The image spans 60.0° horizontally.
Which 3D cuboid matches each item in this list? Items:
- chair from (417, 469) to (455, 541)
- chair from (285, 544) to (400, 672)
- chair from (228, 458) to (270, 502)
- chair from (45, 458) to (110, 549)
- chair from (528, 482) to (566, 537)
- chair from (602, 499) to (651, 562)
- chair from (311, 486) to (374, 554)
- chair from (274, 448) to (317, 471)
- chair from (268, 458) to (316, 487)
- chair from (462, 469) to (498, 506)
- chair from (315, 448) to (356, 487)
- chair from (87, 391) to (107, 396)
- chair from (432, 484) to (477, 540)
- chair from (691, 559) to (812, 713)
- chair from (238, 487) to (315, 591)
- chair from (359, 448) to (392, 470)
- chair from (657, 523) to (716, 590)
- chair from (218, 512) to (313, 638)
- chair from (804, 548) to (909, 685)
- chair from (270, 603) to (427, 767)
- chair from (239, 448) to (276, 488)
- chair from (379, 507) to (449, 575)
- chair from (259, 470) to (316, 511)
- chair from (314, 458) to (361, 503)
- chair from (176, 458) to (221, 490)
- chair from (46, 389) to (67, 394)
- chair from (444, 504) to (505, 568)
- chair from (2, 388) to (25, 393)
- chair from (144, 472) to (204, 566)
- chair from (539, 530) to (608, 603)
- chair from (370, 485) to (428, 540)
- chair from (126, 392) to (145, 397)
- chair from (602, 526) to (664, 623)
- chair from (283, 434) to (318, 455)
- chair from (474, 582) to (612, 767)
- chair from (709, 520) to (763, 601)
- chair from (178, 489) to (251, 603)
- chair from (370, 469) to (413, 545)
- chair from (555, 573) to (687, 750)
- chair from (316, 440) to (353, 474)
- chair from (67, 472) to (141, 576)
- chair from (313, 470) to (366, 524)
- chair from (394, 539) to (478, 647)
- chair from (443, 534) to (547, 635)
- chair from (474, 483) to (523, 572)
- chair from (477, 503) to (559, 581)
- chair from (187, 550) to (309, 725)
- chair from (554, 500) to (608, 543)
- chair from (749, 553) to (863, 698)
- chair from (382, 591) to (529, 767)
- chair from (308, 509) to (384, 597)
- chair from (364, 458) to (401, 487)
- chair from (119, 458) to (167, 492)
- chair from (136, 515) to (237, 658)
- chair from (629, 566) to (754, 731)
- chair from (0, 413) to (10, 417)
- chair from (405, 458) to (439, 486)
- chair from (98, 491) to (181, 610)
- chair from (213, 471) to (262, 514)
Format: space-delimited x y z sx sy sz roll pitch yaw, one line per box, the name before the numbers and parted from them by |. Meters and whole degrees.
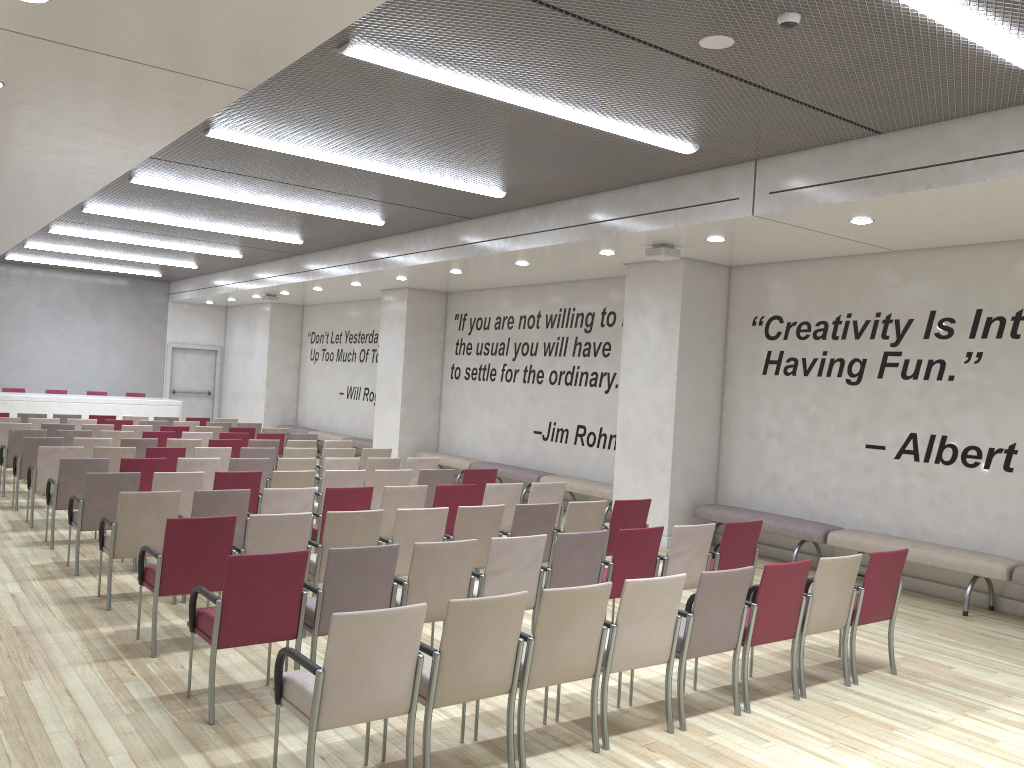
chair | -0.999 1.359 9.877 0.513 0.890 0.640 3 0 -35
chair | -1.032 1.356 5.280 0.513 0.890 0.640 3 0 -36
chair | -3.042 1.238 9.882 0.513 0.890 0.640 3 0 -36
chair | -4.375 1.158 8.919 0.513 0.890 0.640 3 0 -36
chair | 0.179 1.429 9.207 0.513 0.890 0.640 3 0 -37
chair | 0.898 1.471 8.209 0.513 0.890 0.640 3 0 -36
chair | -1.592 1.323 7.908 0.513 0.890 0.640 3 0 -35
chair | -2.892 1.247 11.538 0.513 0.890 0.640 3 0 -37
chair | -2.610 1.264 10.204 0.513 0.890 0.640 3 0 -36
chair | -0.538 1.387 10.194 0.513 0.890 0.640 3 0 -36
chair | -2.444 1.274 11.848 0.513 0.890 0.640 3 0 -37
chair | -9.586 0.626 20.569 0.513 0.890 0.640 3 0 -37
chair | -0.714 1.376 8.555 0.513 0.890 0.640 3 0 -37
chair | 1.475 1.504 5.578 0.513 0.890 0.640 3 0 -36
chair | -2.039 1.297 7.590 0.513 0.890 0.640 3 0 -36
chair | -2.010 1.300 12.186 0.513 0.890 0.640 3 0 -36
chair | 1.181 1.487 6.888 0.513 0.890 0.640 3 0 -36
chair | -1.761 1.313 6.259 0.513 0.890 0.640 3 0 -36
chair | 2.361 1.557 6.225 0.513 0.890 0.640 3 0 -37
chair | -0.745 1.372 3.951 0.513 0.890 0.640 3 0 -36
chair | -3.328 1.221 11.204 0.513 0.890 0.640 3 0 -36
chair | -0.859 1.366 6.908 0.513 0.890 0.640 3 0 -35
chair | -2.321 1.280 8.893 0.513 0.890 0.640 3 0 -37
chair | -2.158 1.291 10.547 0.513 0.890 0.640 3 0 -35
chair | -3.489 1.211 9.576 0.513 0.890 0.640 3 0 -36
chair | -10.277 0.585 20.062 0.513 0.890 0.640 3 0 -37
chair | -0.434 1.392 7.233 0.513 0.890 0.640 3 0 -37
chair | -10.968 0.544 19.554 0.513 0.890 0.640 3 0 -37
chair | -3.198 1.228 8.244 0.513 0.890 0.640 3 0 -36
chair | 0.289 1.434 6.244 0.513 0.890 0.640 3 0 -36
chair | -1.147 1.350 8.229 0.513 0.890 0.640 3 0 -36
chair | -8.895 0.667 21.076 0.513 0.890 0.640 3 0 -37
chair | 0.732 1.461 6.573 0.513 0.890 0.640 3 0 -37
chair | -3.453 1.215 14.166 0.513 0.890 0.640 3 0 -37
chair | 0.132 1.424 4.598 0.513 0.890 0.640 3 0 -36
chair | 1.636 1.515 7.216 0.513 0.890 0.640 3 0 -37
chair | -2.483 1.270 7.260 0.513 0.890 0.640 3 0 -36
chair | -1.435 1.333 9.543 0.513 0.890 0.640 3 0 -36
chair | 0.572 1.451 4.923 0.513 0.890 0.640 3 0 -35
chair | -2.730 1.258 13.171 0.513 0.890 0.640 3 0 -37
chair | -3.654 1.201 7.928 0.513 0.890 0.640 3 0 -37
chair | -1.877 1.307 9.232 0.513 0.890 0.640 3 0 -36
chair | -0.588 1.382 5.596 0.513 0.890 0.640 3 0 -35
chair | -0.145 1.408 5.921 0.513 0.890 0.640 3 0 -36
chair | -0.267 1.402 8.884 0.513 0.890 0.640 3 0 -37
chair | 0.022 1.419 7.556 0.513 0.890 0.640 3 0 -36
chair | -1.487 1.328 4.946 0.513 0.890 0.640 3 0 -37
chair | 0.461 1.445 7.895 0.513 0.890 0.640 3 0 -37
chair | 1.916 1.531 5.904 0.513 0.890 0.640 3 0 -36
chair | -0.301 1.399 4.283 0.513 0.890 0.640 3 0 -37
chair | -1.311 1.339 6.584 0.513 0.890 0.640 3 0 -36
chair | -1.724 1.316 10.867 0.513 0.890 0.640 3 0 -36
chair | -3.934 1.185 9.244 0.513 0.890 0.640 3 0 -37
chair | -2.190 1.287 5.939 0.513 0.890 0.640 3 0 -37
chair | 1.024 1.478 5.243 0.513 0.890 0.640 3 0 -37
chair | -8.735 0.902 14.857 0.513 0.890 0.640 3 0 -36
chair | -1.286 1.343 11.183 0.513 0.890 0.640 3 0 -36
chair | -2.919 1.244 6.932 0.513 0.890 0.640 3 0 -35
chair | -2.759 1.254 8.563 0.513 0.890 0.640 3 0 -36
